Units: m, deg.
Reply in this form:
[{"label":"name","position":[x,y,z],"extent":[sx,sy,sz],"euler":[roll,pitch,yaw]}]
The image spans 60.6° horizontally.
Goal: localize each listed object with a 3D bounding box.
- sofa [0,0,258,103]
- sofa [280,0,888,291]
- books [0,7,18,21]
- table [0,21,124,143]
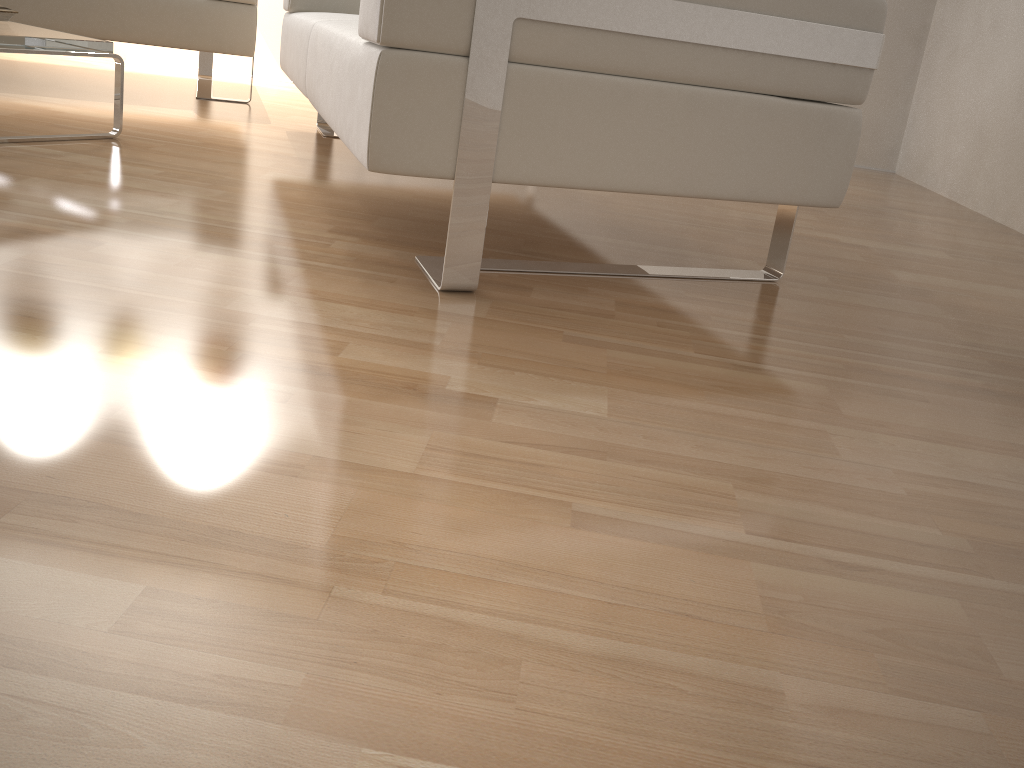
[{"label":"sofa","position":[-1.894,-1.551,3.284],"extent":[1.779,0.710,0.949],"euler":[0,21,-20]},{"label":"sofa","position":[-0.057,-0.860,2.231],"extent":[0.904,0.708,1.868],"euler":[1,22,-20]},{"label":"books","position":[-1.515,-1.014,2.338],"extent":[0.295,0.054,0.211],"euler":[15,23,18]},{"label":"table","position":[-1.522,-0.772,2.135],"extent":[0.714,0.239,0.815],"euler":[19,24,27]}]
